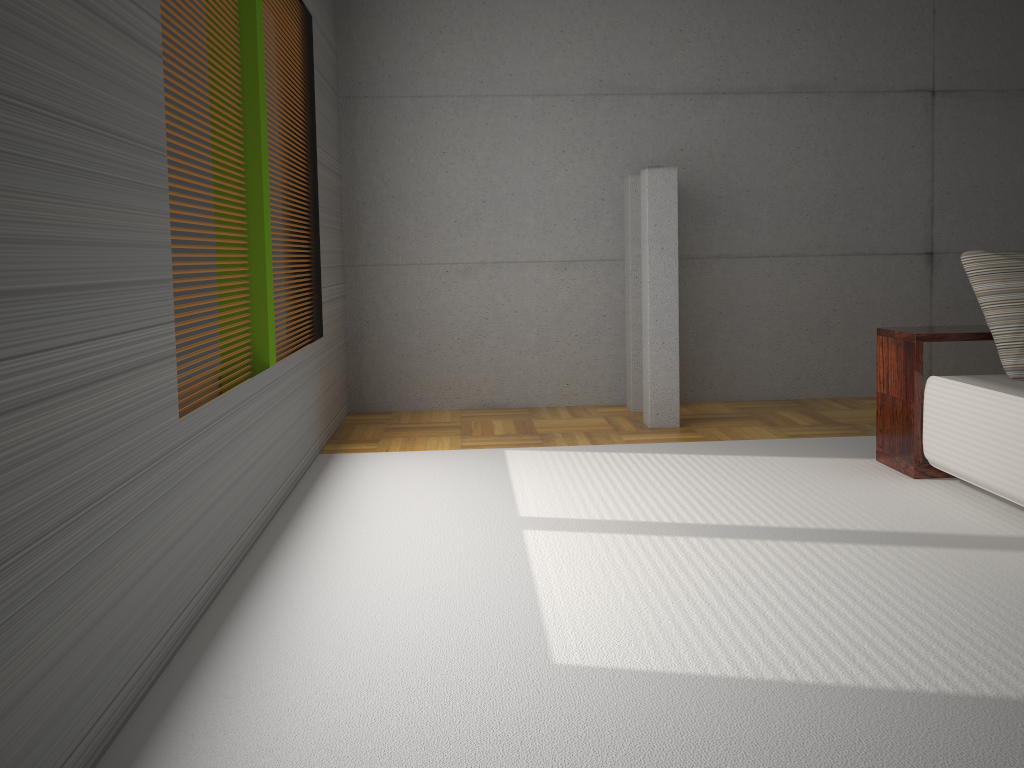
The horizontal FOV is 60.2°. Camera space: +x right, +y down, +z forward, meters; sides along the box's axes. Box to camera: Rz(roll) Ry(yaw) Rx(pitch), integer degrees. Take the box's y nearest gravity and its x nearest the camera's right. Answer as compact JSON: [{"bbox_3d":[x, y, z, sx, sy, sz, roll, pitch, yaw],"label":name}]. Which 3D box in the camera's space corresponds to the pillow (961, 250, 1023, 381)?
[{"bbox_3d":[2.650,-0.344,4.228,0.801,0.606,0.493,-2,6,-4],"label":"pillow"}]

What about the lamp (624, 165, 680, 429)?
[{"bbox_3d":[0.950,-0.608,6.073,0.200,1.682,0.802,-1,5,-3],"label":"lamp"}]

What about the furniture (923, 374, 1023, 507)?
[{"bbox_3d":[3.125,0.291,3.598,2.168,0.519,1.625,-2,8,-3],"label":"furniture"}]

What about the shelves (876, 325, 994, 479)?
[{"bbox_3d":[3.079,0.051,4.584,2.250,0.712,0.403,-2,5,-3],"label":"shelves"}]

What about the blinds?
[{"bbox_3d":[-1.171,-0.979,3.865,0.012,2.032,3.558,-1,7,-3],"label":"blinds"}]
